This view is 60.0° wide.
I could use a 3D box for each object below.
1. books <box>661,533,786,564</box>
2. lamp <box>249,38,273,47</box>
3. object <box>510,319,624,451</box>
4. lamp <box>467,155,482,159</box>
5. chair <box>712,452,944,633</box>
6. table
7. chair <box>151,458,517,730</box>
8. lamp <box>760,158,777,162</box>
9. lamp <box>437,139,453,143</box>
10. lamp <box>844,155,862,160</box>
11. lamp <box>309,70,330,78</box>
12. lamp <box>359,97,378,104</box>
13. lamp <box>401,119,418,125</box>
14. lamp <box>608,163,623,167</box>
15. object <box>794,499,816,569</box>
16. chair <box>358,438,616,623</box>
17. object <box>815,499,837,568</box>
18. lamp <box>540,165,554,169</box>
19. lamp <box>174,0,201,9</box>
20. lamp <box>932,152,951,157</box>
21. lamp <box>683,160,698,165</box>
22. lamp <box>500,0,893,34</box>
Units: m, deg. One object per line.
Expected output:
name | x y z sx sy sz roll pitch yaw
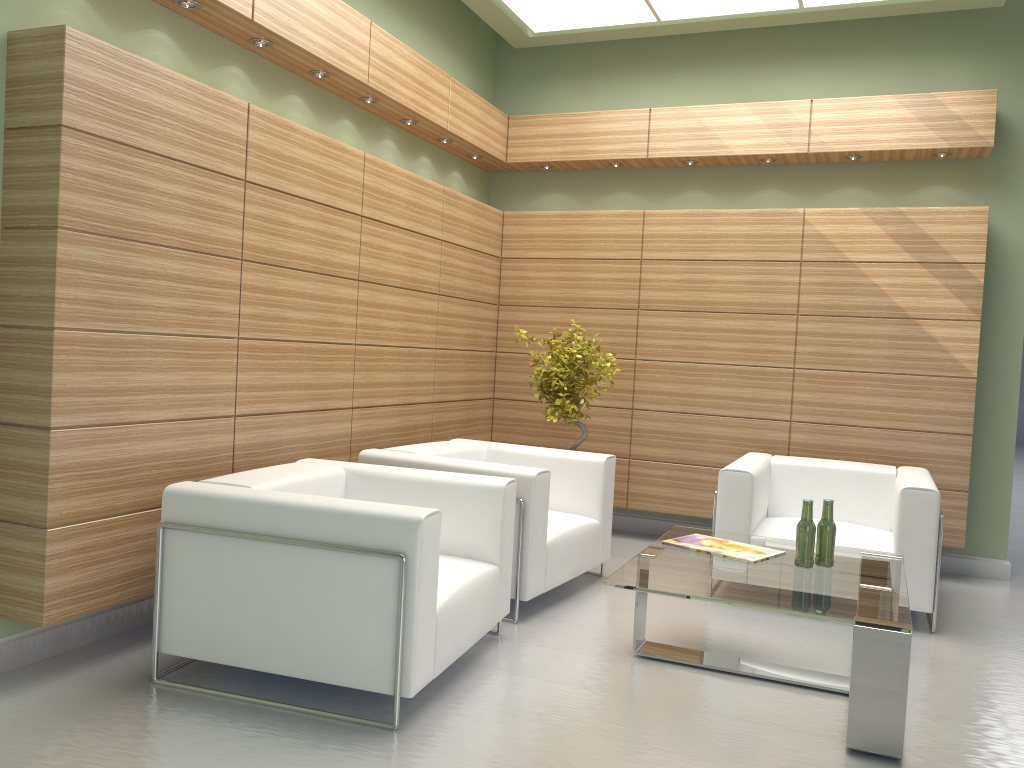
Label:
books | 1.585 1.232 6.663 0.762 0.025 0.508 5 3 42
lamp | -1.996 -2.740 7.059 0.181 0.074 0.181 3 2 5
object | 0.515 0.555 9.703 1.201 2.565 1.116 3 2 -10
lamp | -0.452 -2.790 10.796 0.181 0.074 0.181 3 2 5
chair | 2.999 1.410 8.479 1.894 1.234 1.802 4 2 22
table | 1.769 1.644 6.213 1.783 0.742 2.197 4 2 22
chair | -1.087 1.273 6.090 1.802 1.234 1.894 4 2 17
lamp | 2.929 -2.581 10.123 0.181 0.074 0.181 4 2 17
lamp | -0.761 -2.780 10.049 0.181 0.074 0.181 3 2 -6
lamp | 3.763 -2.524 9.780 0.181 0.074 0.181 2 2 -17
lamp | -1.689 -2.750 7.800 0.181 0.074 0.181 3 2 -6
lamp | -1.379 -2.760 8.553 0.181 0.074 0.181 3 2 5
lamp | -1.074 -2.770 9.291 0.181 0.074 0.181 3 2 5
lamp | 1.268 -2.697 10.808 0.181 0.074 0.181 4 2 17
object | 2.063 1.048 6.224 0.131 0.475 0.131 3 2 -13
chair | -0.185 1.245 8.233 1.769 1.234 1.894 4 2 27
object | 2.229 1.055 6.287 0.131 0.475 0.131 3 2 -13
lamp | 0.439 -2.754 11.150 0.181 0.074 0.181 4 2 17
lamp | -2.306 -2.730 6.308 0.181 0.074 0.181 3 2 5
lamp | 4.579 -2.467 9.443 0.181 0.074 0.181 4 2 17
lamp | 2.107 -2.638 10.462 0.181 0.074 0.181 2 2 -17
lamp | 1.411 -4.154 7.345 4.571 0.325 5.060 4 2 22
